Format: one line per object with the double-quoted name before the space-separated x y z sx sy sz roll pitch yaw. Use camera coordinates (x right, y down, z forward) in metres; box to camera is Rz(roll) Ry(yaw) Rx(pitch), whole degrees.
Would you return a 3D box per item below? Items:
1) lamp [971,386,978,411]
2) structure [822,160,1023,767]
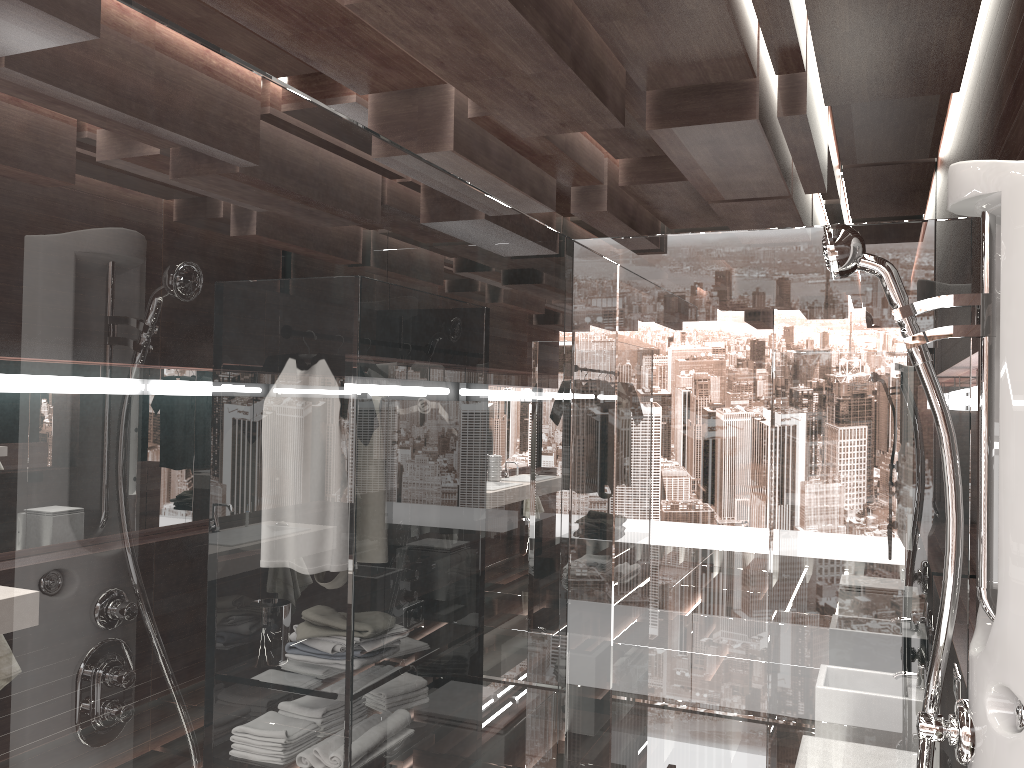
"lamp" 1.469 0.043 2.687 0.082 0.082 0.950 1 -1 23
"structure" 0.681 0.458 1.351 0.354 1.560 0.323 0 -1 43
